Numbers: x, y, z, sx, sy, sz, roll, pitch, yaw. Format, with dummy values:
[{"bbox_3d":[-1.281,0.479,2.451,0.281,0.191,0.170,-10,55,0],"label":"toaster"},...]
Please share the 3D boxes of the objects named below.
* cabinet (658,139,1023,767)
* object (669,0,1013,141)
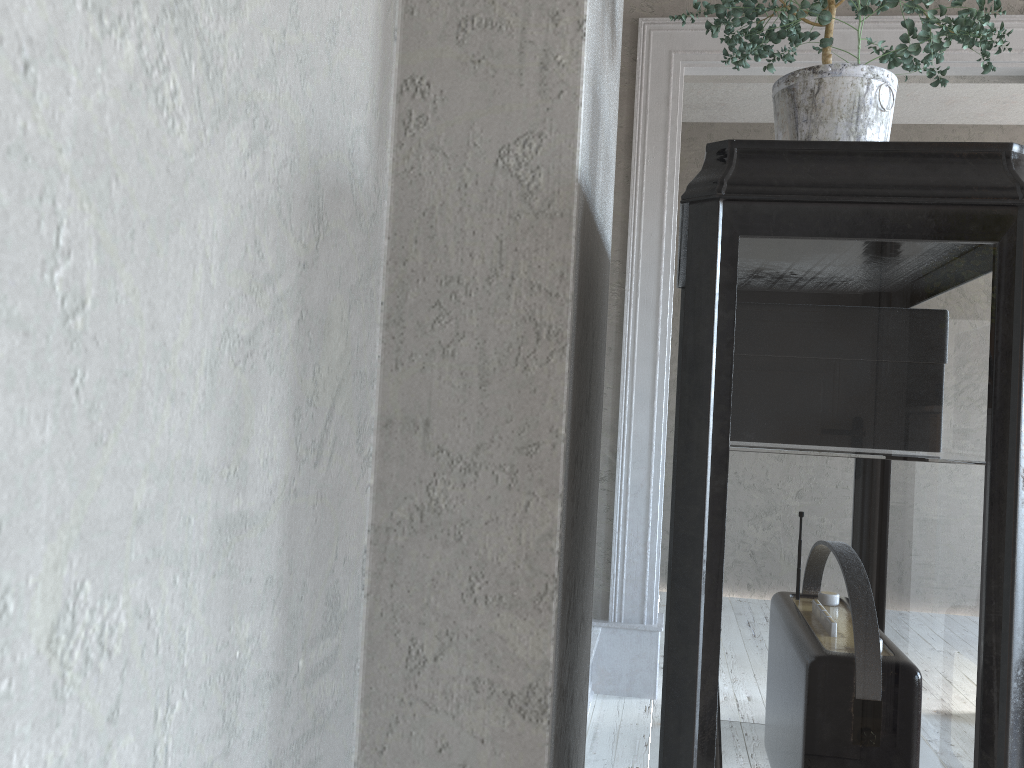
[{"bbox_3d":[0.335,0.528,1.039,0.346,1.471,0.622,3,-2,10],"label":"cabinet"},{"bbox_3d":[0.387,-0.459,1.077,0.408,0.506,0.404,2,-2,25],"label":"object"}]
